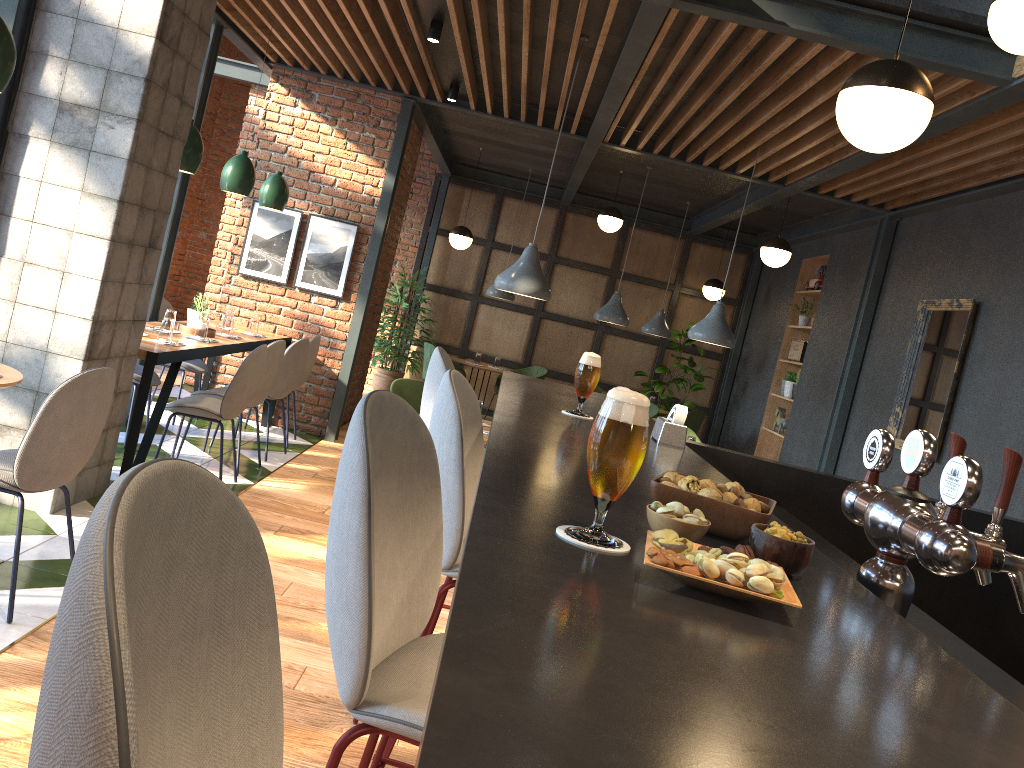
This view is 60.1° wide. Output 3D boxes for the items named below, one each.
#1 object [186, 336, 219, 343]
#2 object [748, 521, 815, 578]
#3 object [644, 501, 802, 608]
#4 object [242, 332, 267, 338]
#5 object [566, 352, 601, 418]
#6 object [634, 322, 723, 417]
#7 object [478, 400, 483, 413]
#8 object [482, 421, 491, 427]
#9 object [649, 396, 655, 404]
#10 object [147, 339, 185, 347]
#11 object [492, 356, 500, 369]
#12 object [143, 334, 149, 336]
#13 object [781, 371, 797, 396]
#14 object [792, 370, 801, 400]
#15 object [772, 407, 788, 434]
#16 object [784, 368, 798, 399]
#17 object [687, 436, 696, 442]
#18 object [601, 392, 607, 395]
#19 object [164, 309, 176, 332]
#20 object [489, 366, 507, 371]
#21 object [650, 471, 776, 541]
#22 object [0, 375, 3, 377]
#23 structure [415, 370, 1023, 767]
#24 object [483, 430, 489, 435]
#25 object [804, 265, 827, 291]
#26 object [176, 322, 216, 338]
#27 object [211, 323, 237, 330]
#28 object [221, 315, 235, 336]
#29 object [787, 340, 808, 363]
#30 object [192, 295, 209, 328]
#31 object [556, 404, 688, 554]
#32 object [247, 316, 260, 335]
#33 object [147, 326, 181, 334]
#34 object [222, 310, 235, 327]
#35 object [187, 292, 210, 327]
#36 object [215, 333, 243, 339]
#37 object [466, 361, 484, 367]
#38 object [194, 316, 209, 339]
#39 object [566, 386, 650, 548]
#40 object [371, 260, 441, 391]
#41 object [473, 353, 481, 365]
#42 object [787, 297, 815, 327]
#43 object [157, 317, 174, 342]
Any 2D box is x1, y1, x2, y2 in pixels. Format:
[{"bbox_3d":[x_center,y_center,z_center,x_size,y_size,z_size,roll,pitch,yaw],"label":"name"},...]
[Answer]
[{"bbox_3d":[-2.000,-0.294,5.723,0.157,0.019,0.243,13,5,0],"label":"object"},{"bbox_3d":[0.338,0.207,1.126,0.078,0.060,0.108,14,4,7],"label":"object"},{"bbox_3d":[0.235,0.194,1.034,0.164,0.052,0.292,14,5,8],"label":"object"},{"bbox_3d":[-1.991,-0.385,6.840,0.157,0.019,0.243,13,5,0],"label":"object"},{"bbox_3d":[0.204,-0.002,2.463,0.070,0.178,0.070,14,2,3],"label":"object"},{"bbox_3d":[1.991,0.101,10.923,1.059,1.792,0.722,14,2,10],"label":"object"},{"bbox_3d":[-0.222,0.169,5.444,0.080,0.138,0.080,13,3,-18],"label":"object"},{"bbox_3d":[-0.231,0.232,5.477,0.241,0.019,0.158,11,5,-31],"label":"object"},{"bbox_3d":[1.601,0.209,10.174,0.080,0.138,0.080,14,3,7],"label":"object"},{"bbox_3d":[-2.005,-0.246,5.138,0.157,0.019,0.243,13,5,0],"label":"object"},{"bbox_3d":[-0.183,-0.263,10.703,0.080,0.138,0.080,12,3,-22],"label":"object"},{"bbox_3d":[-2.236,-0.306,5.194,0.157,0.019,0.243,13,5,0],"label":"object"},{"bbox_3d":[2.994,-0.004,9.555,0.172,0.295,0.191,12,3,-26],"label":"object"},{"bbox_3d":[2.965,-0.001,9.101,0.144,0.349,0.143,14,2,17],"label":"object"},{"bbox_3d":[2.876,0.393,9.384,0.150,0.257,0.523,13,4,-1],"label":"object"},{"bbox_3d":[2.961,-0.011,9.340,0.213,0.329,0.233,14,3,5],"label":"object"},{"bbox_3d":[1.292,0.449,6.431,0.080,0.138,0.081,11,3,-38],"label":"object"},{"bbox_3d":[0.911,0.154,8.857,0.080,0.138,0.080,16,3,37],"label":"object"},{"bbox_3d":[-2.205,-0.409,5.699,0.080,0.138,0.080,15,3,23],"label":"object"},{"bbox_3d":[-0.168,-0.191,10.701,0.157,0.019,0.244,10,6,-35],"label":"object"},{"bbox_3d":[0.293,0.175,1.292,0.169,0.072,0.168,15,4,19],"label":"object"},{"bbox_3d":[-1.946,-0.045,3.142,0.157,0.019,0.243,14,5,4],"label":"object"},{"bbox_3d":[1.256,0.954,1.108,2.916,1.394,4.932,13,4,-1],"label":"structure"},{"bbox_3d":[-0.082,0.292,5.181,0.241,0.019,0.158,11,5,-31],"label":"object"},{"bbox_3d":[3.249,-1.094,9.283,0.204,0.284,0.518,13,4,-1],"label":"object"},{"bbox_3d":[-2.143,-0.367,6.015,0.250,0.046,0.255,11,5,-27],"label":"object"},{"bbox_3d":[-2.232,-0.447,6.884,0.157,0.019,0.243,13,5,-2],"label":"object"},{"bbox_3d":[-2.020,-0.416,6.310,0.080,0.138,0.080,12,3,-27],"label":"object"},{"bbox_3d":[3.084,-0.332,9.357,0.199,0.241,0.341,13,4,-6],"label":"object"},{"bbox_3d":[-2.082,-0.469,5.947,0.115,0.281,0.128,13,2,-5],"label":"object"},{"bbox_3d":[0.264,0.113,1.751,0.322,0.106,1.513,14,5,2],"label":"object"},{"bbox_3d":[-1.998,-0.456,6.859,0.080,0.138,0.080,12,3,-27],"label":"object"},{"bbox_3d":[-2.243,-0.352,5.722,0.157,0.019,0.243,13,5,0],"label":"object"},{"bbox_3d":[-2.194,-0.503,6.861,0.080,0.138,0.080,15,3,21],"label":"object"},{"bbox_3d":[-2.144,-0.490,6.056,0.145,0.276,0.146,13,3,-20],"label":"object"},{"bbox_3d":[-2.013,-0.345,6.291,0.157,0.019,0.243,13,5,0],"label":"object"},{"bbox_3d":[-0.448,-0.244,10.527,0.157,0.019,0.244,10,6,-35],"label":"object"},{"bbox_3d":[-2.007,-0.365,5.742,0.080,0.138,0.081,11,3,-37],"label":"object"},{"bbox_3d":[0.119,0.094,1.048,0.070,0.182,0.070,14,2,20],"label":"object"},{"bbox_3d":[-1.373,-0.665,10.888,0.974,1.720,0.919,12,3,-35],"label":"object"},{"bbox_3d":[-0.407,-0.302,10.528,0.080,0.138,0.080,12,3,-22],"label":"object"},{"bbox_3d":[3.133,-0.762,9.372,0.173,0.328,0.540,12,4,-21],"label":"object"},{"bbox_3d":[-2.012,-0.317,5.157,0.080,0.138,0.080,15,3,23],"label":"object"}]
